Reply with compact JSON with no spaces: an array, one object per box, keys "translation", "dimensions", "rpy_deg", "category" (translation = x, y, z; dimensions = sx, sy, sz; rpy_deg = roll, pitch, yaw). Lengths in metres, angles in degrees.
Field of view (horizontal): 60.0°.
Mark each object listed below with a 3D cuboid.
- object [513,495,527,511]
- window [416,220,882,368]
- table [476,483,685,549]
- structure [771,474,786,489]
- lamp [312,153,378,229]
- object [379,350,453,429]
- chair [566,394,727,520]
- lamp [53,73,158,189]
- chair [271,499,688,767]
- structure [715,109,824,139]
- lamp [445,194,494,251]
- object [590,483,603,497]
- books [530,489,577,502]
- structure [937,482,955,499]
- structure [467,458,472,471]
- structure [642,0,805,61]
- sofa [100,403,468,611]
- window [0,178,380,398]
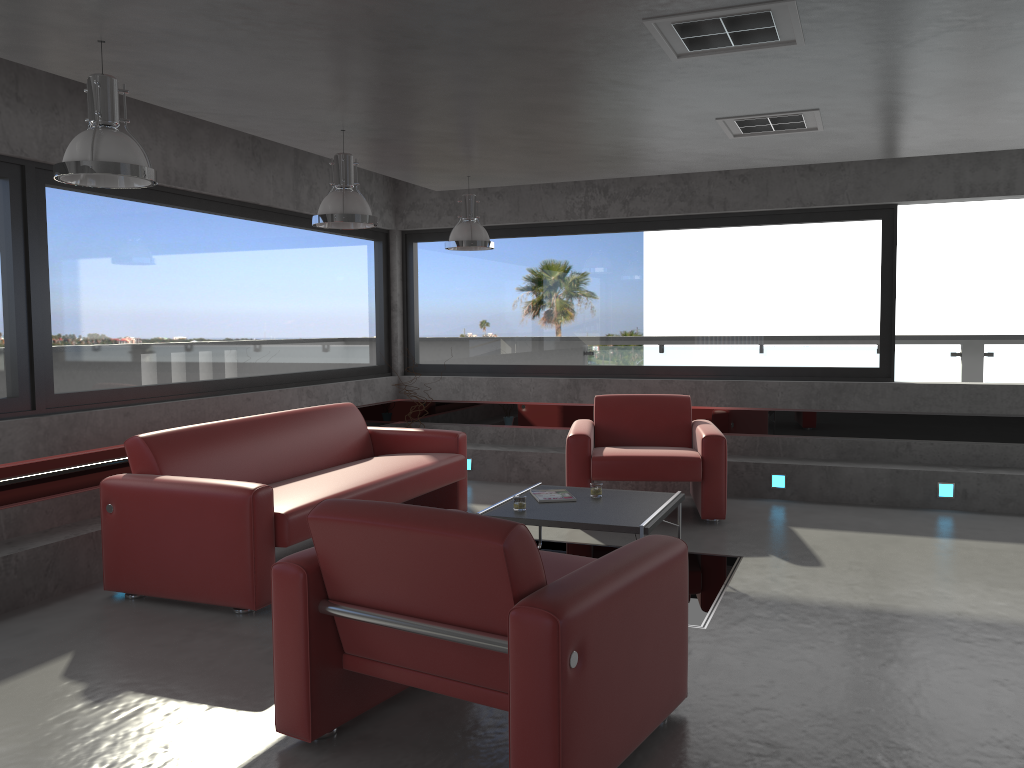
[{"translation":[0.044,0.680,5.061],"dimensions":[0.079,0.077,0.079],"rpy_deg":[0,4,5],"category":"object"},{"translation":[1.058,-0.815,8.408],"dimensions":[4.583,1.364,0.003],"rpy_deg":[1,4,22],"category":"window"},{"translation":[0.430,0.910,5.240],"dimensions":[0.994,0.436,1.018],"rpy_deg":[1,4,22],"category":"table"},{"translation":[2.232,0.816,7.428],"dimensions":[0.123,0.123,0.004],"rpy_deg":[1,4,22],"category":"structure"},{"translation":[-1.001,-1.159,5.298],"dimensions":[0.389,0.422,0.388],"rpy_deg":[1,4,22],"category":"lamp"},{"translation":[-0.876,0.317,7.918],"dimensions":[0.531,1.289,0.466],"rpy_deg":[2,5,34],"category":"object"},{"translation":[1.043,0.540,7.007],"dimensions":[1.196,0.854,1.130],"rpy_deg":[0,4,7],"category":"chair"},{"translation":[-1.667,-1.044,3.630],"dimensions":[0.389,0.422,0.388],"rpy_deg":[1,4,22],"category":"lamp"},{"translation":[-0.066,0.794,3.288],"dimensions":[1.196,0.854,1.130],"rpy_deg":[2,4,32],"category":"chair"},{"translation":[1.528,-1.643,5.222],"dimensions":[0.563,0.240,0.563],"rpy_deg":[1,4,22],"category":"structure"},{"translation":[-0.335,-1.275,6.967],"dimensions":[0.388,0.422,0.389],"rpy_deg":[0,4,11],"category":"lamp"},{"translation":[0.517,0.651,5.442],"dimensions":[0.079,0.077,0.079],"rpy_deg":[2,4,30],"category":"object"},{"translation":[0.250,0.681,5.447],"dimensions":[0.228,0.022,0.326],"rpy_deg":[-1,4,-8],"category":"books"},{"translation":[3.407,0.835,6.961],"dimensions":[0.123,0.123,0.004],"rpy_deg":[1,4,22],"category":"structure"},{"translation":[-0.439,0.771,8.491],"dimensions":[0.123,0.123,0.004],"rpy_deg":[1,4,22],"category":"structure"},{"translation":[0.866,-1.528,3.563],"dimensions":[0.563,0.240,0.563],"rpy_deg":[1,4,22],"category":"structure"},{"translation":[-1.266,0.638,5.846],"dimensions":[1.120,0.854,2.626],"rpy_deg":[1,4,22],"category":"sofa"},{"translation":[-2.788,-0.586,5.463],"dimensions":[0.003,1.364,7.800],"rpy_deg":[1,4,22],"category":"window"}]
